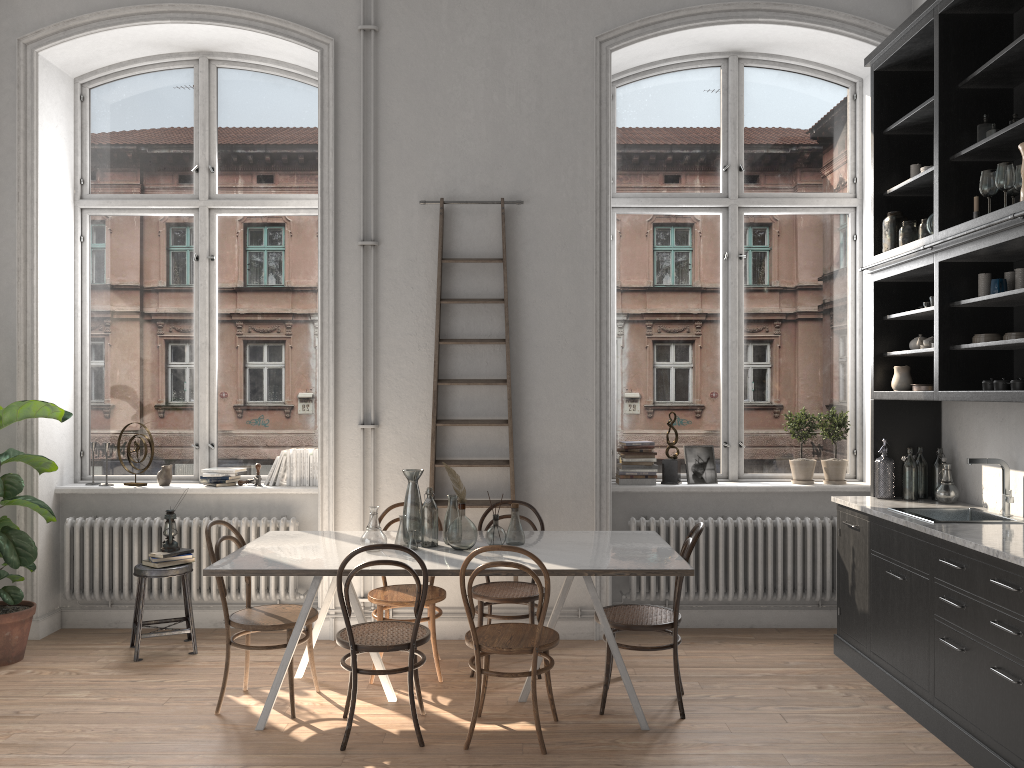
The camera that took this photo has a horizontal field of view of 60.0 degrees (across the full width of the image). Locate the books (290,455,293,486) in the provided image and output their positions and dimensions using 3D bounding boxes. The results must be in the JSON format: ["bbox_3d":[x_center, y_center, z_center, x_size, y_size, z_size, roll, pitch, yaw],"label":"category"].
[{"bbox_3d":[-1.472,0.580,6.000,0.020,0.205,0.155,0,0,0],"label":"books"}]

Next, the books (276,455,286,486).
[{"bbox_3d":[-1.545,0.581,6.000,0.072,0.203,0.155,0,0,0],"label":"books"}]

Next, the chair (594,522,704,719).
[{"bbox_3d":[0.690,1.155,4.472,0.549,0.920,0.438,0,0,12],"label":"chair"}]

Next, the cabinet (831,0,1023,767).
[{"bbox_3d":[2.232,-0.183,3.715,0.635,3.583,3.251,0,0,0],"label":"cabinet"}]

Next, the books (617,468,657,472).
[{"bbox_3d":[0.845,0.577,5.992,0.255,0.014,0.192,0,0,3],"label":"books"}]

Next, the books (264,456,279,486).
[{"bbox_3d":[-1.610,0.584,6.003,0.105,0.194,0.155,0,0,-1],"label":"books"}]

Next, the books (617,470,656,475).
[{"bbox_3d":[0.835,0.596,5.977,0.249,0.023,0.175,0,0,1],"label":"books"}]

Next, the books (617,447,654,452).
[{"bbox_3d":[0.836,0.444,5.990,0.231,0.023,0.162,0,-1,16],"label":"books"}]

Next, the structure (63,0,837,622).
[{"bbox_3d":[-0.339,-0.611,5.757,5.182,4.474,0.340,0,0,0],"label":"structure"}]

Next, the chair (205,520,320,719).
[{"bbox_3d":[-1.259,1.155,4.492,0.549,0.920,0.438,0,0,8],"label":"chair"}]

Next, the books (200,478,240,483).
[{"bbox_3d":[-1.967,0.649,5.985,0.205,0.022,0.155,0,-1,20],"label":"books"}]

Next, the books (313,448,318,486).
[{"bbox_3d":[-1.320,0.562,6.021,0.024,0.243,0.175,0,0,0],"label":"books"}]

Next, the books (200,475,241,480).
[{"bbox_3d":[-1.965,0.628,5.984,0.221,0.023,0.147,0,-1,16],"label":"books"}]

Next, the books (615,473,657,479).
[{"bbox_3d":[0.835,0.619,5.977,0.249,0.023,0.175,0,0,-4],"label":"books"}]

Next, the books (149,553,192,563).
[{"bbox_3d":[-2.092,1.059,5.437,0.232,0.029,0.163,0,-1,-29],"label":"books"}]

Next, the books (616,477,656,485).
[{"bbox_3d":[0.833,0.652,5.978,0.248,0.043,0.192,0,0,0],"label":"books"}]

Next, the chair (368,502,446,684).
[{"bbox_3d":[-0.589,1.159,5.023,0.438,0.920,0.549,0,0,-2],"label":"chair"}]

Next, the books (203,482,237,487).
[{"bbox_3d":[-1.974,0.672,5.988,0.147,0.023,0.221,0,-1,-41],"label":"books"}]

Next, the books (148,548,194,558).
[{"bbox_3d":[-2.090,1.036,5.438,0.147,0.027,0.221,0,-1,32],"label":"books"}]

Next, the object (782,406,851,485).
[{"bbox_3d":[2.063,0.412,5.999,0.500,0.524,0.234,0,0,-11],"label":"object"}]

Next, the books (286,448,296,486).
[{"bbox_3d":[-1.498,0.562,6.021,0.024,0.243,0.175,0,0,0],"label":"books"}]

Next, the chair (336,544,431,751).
[{"bbox_3d":[-0.595,1.151,4.084,0.438,0.920,0.549,0,0,-5],"label":"chair"}]

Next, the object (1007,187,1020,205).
[{"bbox_3d":[2.322,-0.879,4.106,0.083,0.221,0.083,0,0,-8],"label":"object"}]

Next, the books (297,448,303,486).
[{"bbox_3d":[-1.428,0.561,5.999,0.019,0.244,0.174,0,0,0],"label":"books"}]

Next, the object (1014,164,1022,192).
[{"bbox_3d":[2.322,-0.880,4.023,0.083,0.221,0.083,0,0,-1],"label":"object"}]

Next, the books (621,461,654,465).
[{"bbox_3d":[0.849,0.531,5.989,0.205,0.022,0.155,0,0,14],"label":"books"}]

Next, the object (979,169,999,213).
[{"bbox_3d":[2.218,-0.879,4.122,0.083,0.221,0.083,0,0,31],"label":"object"}]

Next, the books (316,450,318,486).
[{"bbox_3d":[-1.294,0.562,6.001,0.024,0.243,0.175,0,0,0],"label":"books"}]

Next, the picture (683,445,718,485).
[{"bbox_3d":[1.266,0.549,6.036,0.221,0.264,0.149,0,0,-16],"label":"picture"}]

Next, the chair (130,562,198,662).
[{"bbox_3d":[-2.120,1.359,5.401,0.364,0.523,0.360,0,0,-26],"label":"chair"}]

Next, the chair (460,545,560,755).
[{"bbox_3d":[-0.009,1.151,4.048,0.438,0.920,0.549,0,0,11],"label":"chair"}]

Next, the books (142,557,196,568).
[{"bbox_3d":[-2.103,1.085,5.434,0.194,0.034,0.246,0,-1,40],"label":"books"}]

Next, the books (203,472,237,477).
[{"bbox_3d":[-1.963,0.607,5.972,0.205,0.020,0.155,0,0,-10],"label":"books"}]

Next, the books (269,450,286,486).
[{"bbox_3d":[-1.570,0.565,5.999,0.100,0.235,0.174,0,0,0],"label":"books"}]

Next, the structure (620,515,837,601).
[{"bbox_3d":[1.504,1.144,5.833,1.577,0.552,0.194,0,0,0],"label":"structure"}]

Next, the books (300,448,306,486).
[{"bbox_3d":[-1.408,0.562,6.016,0.019,0.244,0.174,0,0,0],"label":"books"}]

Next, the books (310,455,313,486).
[{"bbox_3d":[-1.343,0.580,6.000,0.020,0.205,0.155,0,0,0],"label":"books"}]

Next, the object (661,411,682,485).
[{"bbox_3d":[1.078,0.430,5.994,0.122,0.488,0.102,0,0,24],"label":"object"}]

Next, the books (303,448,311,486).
[{"bbox_3d":[-1.386,0.562,6.021,0.024,0.243,0.175,0,0,0],"label":"books"}]

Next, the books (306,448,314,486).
[{"bbox_3d":[-1.365,0.561,5.999,0.019,0.244,0.174,0,0,0],"label":"books"}]

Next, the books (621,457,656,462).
[{"bbox_3d":[0.853,0.508,5.995,0.222,0.024,0.158,0,0,0],"label":"books"}]

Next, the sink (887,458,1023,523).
[{"bbox_3d":[2.261,0.629,4.479,0.514,0.504,0.526,0,0,0],"label":"sink"}]

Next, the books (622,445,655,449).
[{"bbox_3d":[0.849,0.422,5.990,0.205,0.020,0.155,0,0,0],"label":"books"}]

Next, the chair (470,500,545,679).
[{"bbox_3d":[-0.016,1.160,5.103,0.438,0.920,0.549,0,0,7],"label":"chair"}]

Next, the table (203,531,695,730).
[{"bbox_3d":[-0.283,1.224,4.516,2.200,0.780,1.100,0,0,0],"label":"table"}]

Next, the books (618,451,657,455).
[{"bbox_3d":[0.844,0.465,5.990,0.244,0.019,0.174,0,0,0],"label":"books"}]

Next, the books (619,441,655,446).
[{"bbox_3d":[0.844,0.401,5.999,0.201,0.024,0.159,0,0,-10],"label":"books"}]

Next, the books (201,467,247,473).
[{"bbox_3d":[-1.943,0.582,5.992,0.244,0.019,0.174,0,0,10],"label":"books"}]

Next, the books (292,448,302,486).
[{"bbox_3d":[-1.450,0.562,5.990,0.024,0.243,0.175,0,0,0],"label":"books"}]

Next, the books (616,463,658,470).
[{"bbox_3d":[0.844,0.556,5.994,0.245,0.028,0.193,0,0,-5],"label":"books"}]

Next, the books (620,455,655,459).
[{"bbox_3d":[0.849,0.486,5.989,0.205,0.022,0.155,0,0,-5],"label":"books"}]

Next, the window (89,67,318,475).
[{"bbox_3d":[-2.127,-0.784,6.163,1.622,2.843,0.013,0,0,0],"label":"window"}]

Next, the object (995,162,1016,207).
[{"bbox_3d":[2.221,-0.880,3.991,0.083,0.221,0.083,0,0,-44],"label":"object"}]

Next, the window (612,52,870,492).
[{"bbox_3d":[7.822,-5.106,9.165,14.385,15.935,26.398,0,0,0],"label":"window"}]
